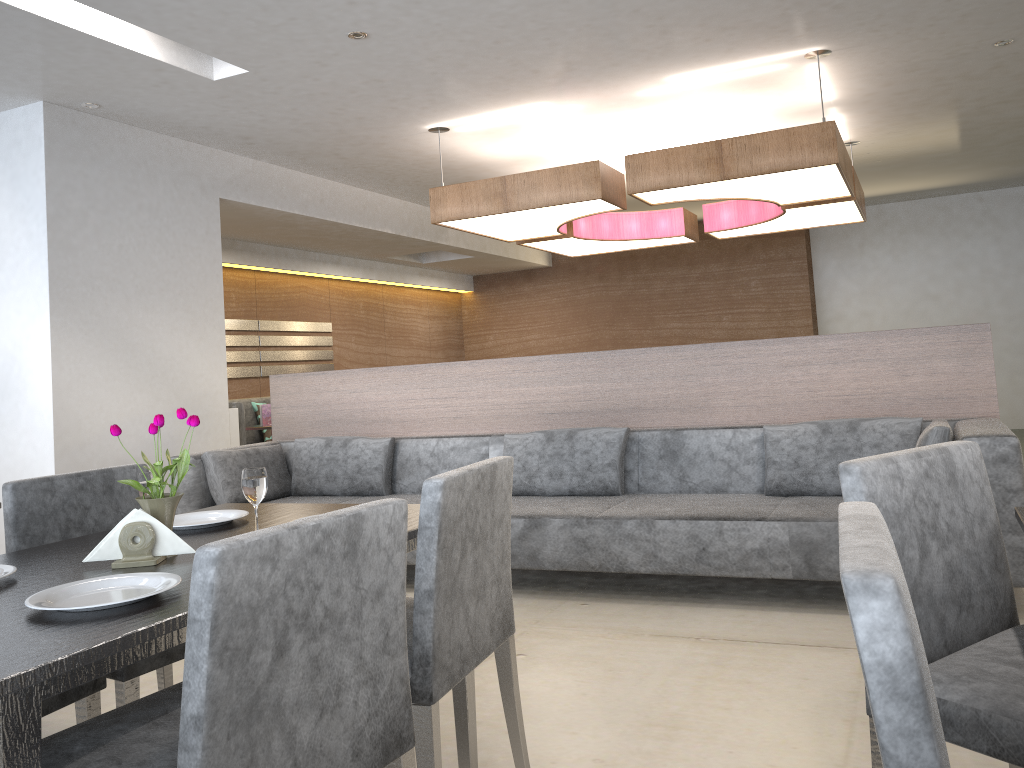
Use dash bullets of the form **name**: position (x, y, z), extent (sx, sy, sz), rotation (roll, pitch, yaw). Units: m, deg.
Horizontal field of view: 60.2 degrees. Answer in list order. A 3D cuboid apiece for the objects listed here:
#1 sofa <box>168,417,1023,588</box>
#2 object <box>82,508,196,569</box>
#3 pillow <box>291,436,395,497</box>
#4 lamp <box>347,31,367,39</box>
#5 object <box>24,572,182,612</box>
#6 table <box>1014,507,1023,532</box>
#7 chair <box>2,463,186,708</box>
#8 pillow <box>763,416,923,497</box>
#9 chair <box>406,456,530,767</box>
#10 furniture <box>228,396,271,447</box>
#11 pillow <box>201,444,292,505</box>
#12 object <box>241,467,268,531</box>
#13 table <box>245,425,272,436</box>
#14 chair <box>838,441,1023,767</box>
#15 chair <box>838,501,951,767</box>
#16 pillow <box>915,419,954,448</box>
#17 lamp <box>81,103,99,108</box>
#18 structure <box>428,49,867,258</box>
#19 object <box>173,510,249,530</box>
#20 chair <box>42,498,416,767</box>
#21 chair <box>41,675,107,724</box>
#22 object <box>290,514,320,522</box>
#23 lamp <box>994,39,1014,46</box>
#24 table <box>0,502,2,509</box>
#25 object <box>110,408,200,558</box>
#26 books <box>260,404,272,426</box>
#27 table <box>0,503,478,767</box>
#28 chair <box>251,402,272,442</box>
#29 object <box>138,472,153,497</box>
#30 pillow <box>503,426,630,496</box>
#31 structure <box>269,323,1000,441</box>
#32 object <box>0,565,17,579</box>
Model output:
- **sofa**: position (0.145, 0.560, 4.019), extent (3.788, 0.631, 0.835), rotation (-3, -1, 25)
- **object**: position (-0.679, 0.276, 1.610), extent (0.203, 0.100, 0.070), rotation (-4, -2, -5)
- **pillow**: position (-0.914, 0.439, 4.701), extent (0.636, 0.321, 0.181), rotation (-4, -2, 25)
- **lamp**: position (-0.701, -1.579, 4.003), extent (0.089, 0.007, 0.088), rotation (-4, 1, -20)
- **object**: position (-0.615, 0.318, 1.340), extent (0.216, 0.015, 0.217), rotation (-3, 1, 25)
- **table**: position (1.031, 0.543, 0.881), extent (0.775, 0.637, 1.189), rotation (-4, 0, 25)
- **chair**: position (-0.852, 0.587, 2.055), extent (0.490, 0.765, 0.477), rotation (-5, -3, 30)
- **pillow**: position (1.360, 0.305, 3.647), extent (0.636, 0.321, 0.181), rotation (-4, -2, 25)
- **chair**: position (-0.262, 0.552, 1.770), extent (0.491, 0.765, 0.476), rotation (-5, -3, 20)
- **furniture**: position (0.177, 0.386, 7.814), extent (4.245, 0.857, 5.648), rotation (-3, 1, 25)
- **pillow**: position (-1.354, 0.476, 4.636), extent (0.188, 0.307, 0.560), rotation (-5, -1, 26)
- **object**: position (-0.527, 0.243, 1.819), extent (0.053, 0.140, 0.053), rotation (-3, -3, -17)
- **table**: position (-1.711, 0.629, 6.591), extent (0.504, 0.657, 0.505), rotation (-5, -2, 25)
- **chair**: position (0.832, 0.487, 1.293), extent (0.477, 0.765, 0.490), rotation (-2, -3, -35)
- **chair**: position (0.582, 0.511, 0.777), extent (0.491, 0.765, 0.476), rotation (-5, -3, 20)
- **pillow**: position (1.567, 0.297, 3.291), extent (0.151, 0.325, 0.574), rotation (-5, -1, 25)
- **lamp**: position (-2.255, -1.488, 4.724), extent (0.089, 0.007, 0.088), rotation (-4, 1, -20)
- **structure**: position (1.083, -1.433, 6.183), extent (2.436, 0.621, 2.447), rotation (-3, 1, 25)
- **object**: position (-0.717, 0.315, 2.032), extent (0.216, 0.015, 0.217), rotation (-3, 1, 25)
- **chair**: position (-0.433, 0.571, 1.269), extent (0.490, 0.765, 0.477), rotation (-5, -3, 30)
- **chair**: position (-1.090, 0.609, 1.564), extent (0.491, 0.765, 0.476), rotation (-5, -3, 20)
- **object**: position (-0.368, 0.294, 1.870), extent (0.216, 0.015, 0.217), rotation (-3, 1, 25)
- **lamp**: position (2.606, -1.806, 4.682), extent (0.089, 0.007, 0.088), rotation (-4, 1, -20)
- **table**: position (-2.178, 0.732, 2.369), extent (0.775, 0.637, 1.189), rotation (-4, 0, 25)
- **object**: position (-0.661, 0.185, 1.676), extent (0.104, 0.277, 0.154), rotation (-5, -3, 22)
- **books**: position (-1.840, 0.233, 6.607), extent (0.143, 0.165, 0.157), rotation (-2, -2, -45)
- **table**: position (-0.648, 0.642, 1.659), extent (0.775, 0.637, 1.189), rotation (-4, 0, 25)
- **chair**: position (-2.020, 0.334, 7.572), extent (0.218, 0.397, 0.426), rotation (-5, -2, 26)
- **object**: position (-0.764, 0.258, 1.876), extent (0.053, 0.140, 0.053), rotation (-3, -3, -17)
- **pillow**: position (0.239, 0.371, 4.167), extent (0.636, 0.321, 0.181), rotation (-4, -2, 25)
- **structure**: position (0.348, 0.347, 4.506), extent (3.763, 1.012, 0.223), rotation (-4, -3, 25)
- **object**: position (-0.964, 0.339, 1.501), extent (0.216, 0.015, 0.217), rotation (-3, 1, 25)
